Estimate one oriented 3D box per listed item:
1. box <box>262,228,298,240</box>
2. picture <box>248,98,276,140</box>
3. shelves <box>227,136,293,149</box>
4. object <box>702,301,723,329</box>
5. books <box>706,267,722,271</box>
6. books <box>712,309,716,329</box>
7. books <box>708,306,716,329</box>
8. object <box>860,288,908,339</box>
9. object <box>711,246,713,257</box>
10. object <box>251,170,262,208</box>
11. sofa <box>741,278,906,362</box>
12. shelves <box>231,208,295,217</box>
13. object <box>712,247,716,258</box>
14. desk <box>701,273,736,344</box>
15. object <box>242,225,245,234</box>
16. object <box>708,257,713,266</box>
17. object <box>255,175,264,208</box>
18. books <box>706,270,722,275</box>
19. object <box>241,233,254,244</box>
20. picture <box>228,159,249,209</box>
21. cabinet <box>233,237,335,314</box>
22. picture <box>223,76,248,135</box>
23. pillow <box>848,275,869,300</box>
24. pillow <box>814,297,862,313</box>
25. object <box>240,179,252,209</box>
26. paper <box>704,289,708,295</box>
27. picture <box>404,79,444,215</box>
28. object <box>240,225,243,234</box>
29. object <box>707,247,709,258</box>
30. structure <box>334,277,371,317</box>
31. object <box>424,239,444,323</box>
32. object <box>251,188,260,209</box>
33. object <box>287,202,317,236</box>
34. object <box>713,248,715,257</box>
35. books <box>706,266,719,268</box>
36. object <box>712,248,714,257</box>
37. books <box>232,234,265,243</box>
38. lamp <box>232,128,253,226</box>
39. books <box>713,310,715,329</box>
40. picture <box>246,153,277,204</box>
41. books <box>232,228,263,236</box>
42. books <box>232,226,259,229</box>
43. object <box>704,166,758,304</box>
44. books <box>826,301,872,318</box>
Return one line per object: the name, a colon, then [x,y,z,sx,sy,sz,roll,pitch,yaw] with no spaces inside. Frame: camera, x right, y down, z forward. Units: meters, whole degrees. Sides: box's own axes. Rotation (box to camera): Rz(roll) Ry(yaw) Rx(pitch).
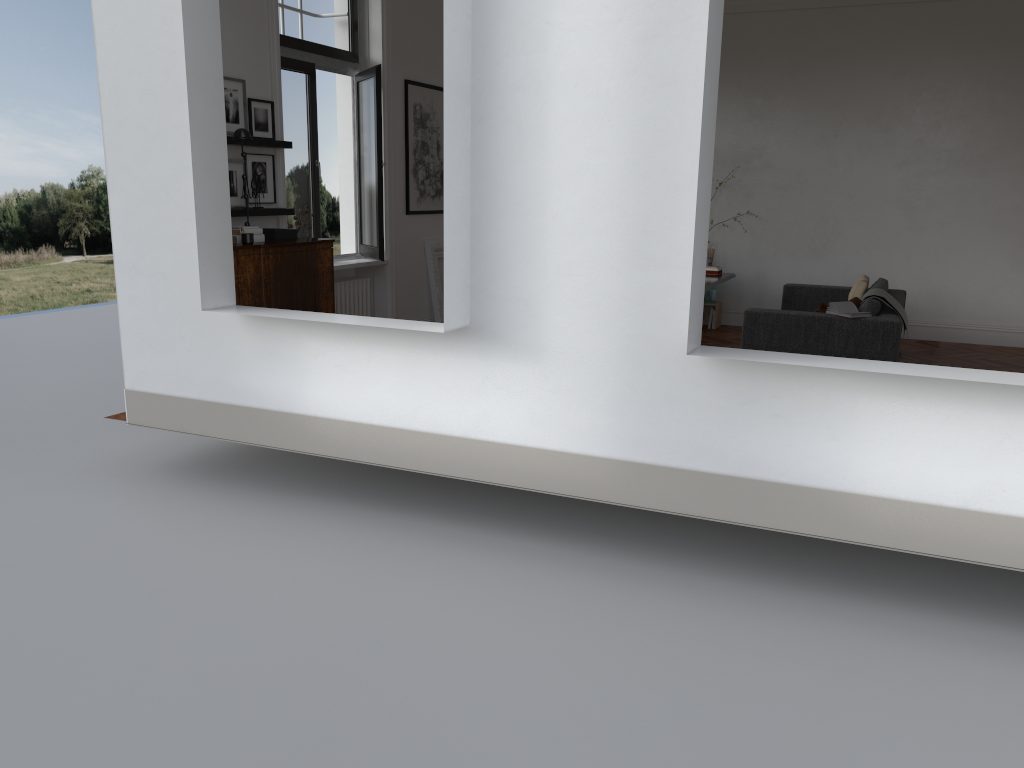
box: [-1.849,-1.179,6.946,0.208,0.087,0.281,7,14,23]
picture: [-1.973,-2.083,6.994,0.020,0.305,0.288,7,14,23]
shelves: [-2.150,-1.789,6.498,0.158,0.055,1.509,7,14,24]
object: [2.343,-0.856,10.975,0.434,0.318,0.340,7,14,23]
books: [2.193,-1.260,9.677,0.164,0.029,0.207,6,13,22]
books: [2.473,-0.793,10.830,0.012,0.233,0.169,7,14,23]
books: [2.448,-0.810,10.846,0.054,0.259,0.187,7,14,24]
object: [3.269,-0.615,7.760,0.400,0.389,0.749,7,14,23]
object: [2.184,-1.410,9.715,0.038,0.196,0.008,-10,17,-38]
object: [-2.006,-1.525,6.949,0.040,0.300,0.118,7,15,23]
sofa: [3.068,-0.545,8.541,1.261,0.833,2.634,7,14,23]
shelves: [-2.160,-1.278,6.622,0.155,0.055,1.509,7,14,24]
object: [2.194,-1.399,9.673,0.008,0.194,0.049,-11,18,-41]
desk: [1.538,-0.693,9.060,1.029,0.755,2.217,7,14,23]
object: [-1.867,-1.052,6.195,0.010,0.120,0.050,8,15,26]
object: [2.172,-1.338,9.707,0.058,0.091,0.058,4,13,11]
object: [-2.003,-1.523,7.026,0.040,0.263,0.110,7,15,23]
books: [2.194,-1.225,9.676,0.159,0.040,0.215,7,14,25]
object: [-1.861,-1.020,6.239,0.091,0.078,0.091,0,13,-3]
picture: [-2.159,-1.516,6.725,0.020,0.367,0.432,7,14,23]
cabinet: [-1.885,-0.468,6.737,0.639,1.224,1.261,7,14,23]
picture: [-2.122,-2.086,6.652,0.020,0.411,0.368,7,14,23]
pillow: [3.471,-0.862,8.967,0.225,0.462,0.484,7,14,23]
pillow: [2.748,-0.553,7.636,0.469,0.398,0.329,-6,15,-28]
object: [-2.051,-1.481,6.836,0.040,0.261,0.123,7,15,23]
paper: [2.212,-0.950,10.609,0.330,0.612,0.046,2,14,4]
picture: [-0.893,-2.476,9.388,0.035,1.330,0.879,7,14,23]
object: [-1.886,-1.049,6.211,0.010,0.140,0.045,6,14,21]
object: [2.145,-1.403,9.688,0.049,0.194,0.008,-1,14,-6]
structure: [-1.791,-0.577,8.459,0.225,0.782,1.447,7,14,23]
object: [-0.692,-1.097,10.002,0.233,1.067,0.827,7,14,23]
object: [-1.999,-1.442,6.898,0.040,0.161,0.066,7,15,23]
object: [-1.888,-1.334,7.843,0.317,0.602,0.539,0,13,-5]
object: [2.200,-1.403,9.686,0.036,0.196,0.008,11,17,35]
books: [2.188,-1.282,9.687,0.128,0.008,0.159,7,14,25]
object: [2.194,-1.407,9.709,0.044,0.195,0.008,-8,16,-34]
books: [-1.989,-1.059,6.454,0.229,0.057,0.293,7,14,23]
lamp: [-1.972,-1.462,6.553,0.174,0.806,0.488,-2,14,-11]
books: [2.485,-0.792,10.825,0.012,0.233,0.169,7,14,23]
picture: [-2.002,-1.632,7.058,0.020,0.386,0.341,7,14,23]
books: [-1.992,-1.110,6.445,0.254,0.044,0.238,6,14,23]
books: [-1.974,-1.135,6.427,0.179,0.014,0.200,6,14,23]
object: [2.549,-2.009,10.695,0.807,2.068,0.352,2,14,5]
books: [2.771,-0.615,7.291,0.224,0.096,0.277,-5,14,-24]
